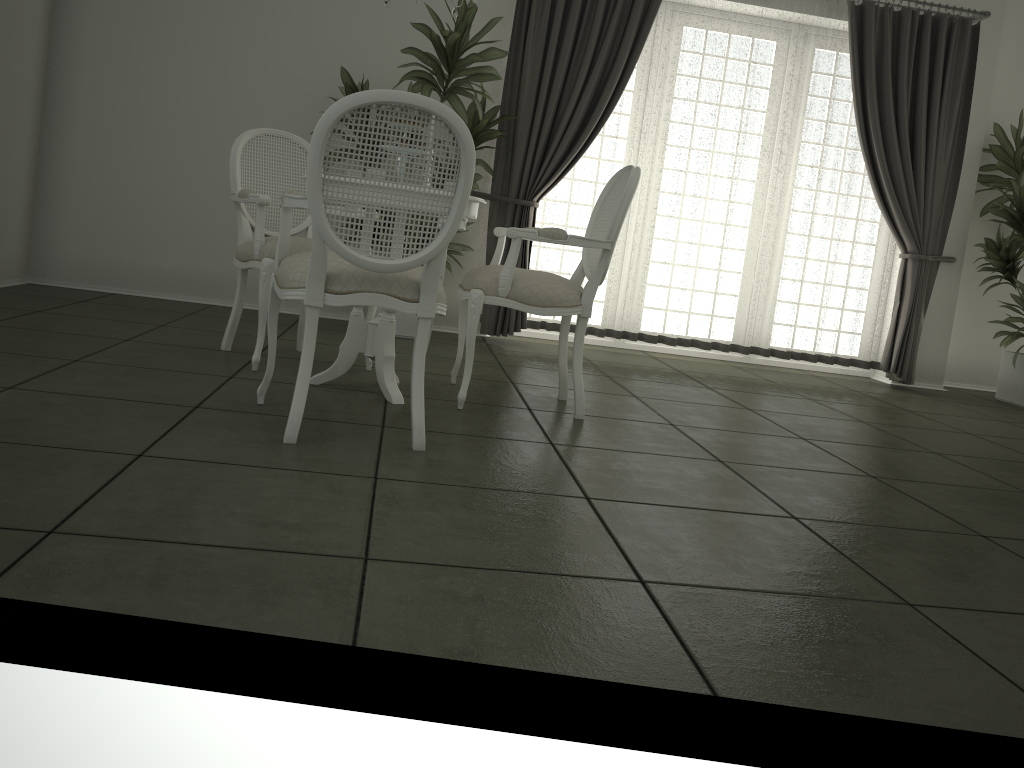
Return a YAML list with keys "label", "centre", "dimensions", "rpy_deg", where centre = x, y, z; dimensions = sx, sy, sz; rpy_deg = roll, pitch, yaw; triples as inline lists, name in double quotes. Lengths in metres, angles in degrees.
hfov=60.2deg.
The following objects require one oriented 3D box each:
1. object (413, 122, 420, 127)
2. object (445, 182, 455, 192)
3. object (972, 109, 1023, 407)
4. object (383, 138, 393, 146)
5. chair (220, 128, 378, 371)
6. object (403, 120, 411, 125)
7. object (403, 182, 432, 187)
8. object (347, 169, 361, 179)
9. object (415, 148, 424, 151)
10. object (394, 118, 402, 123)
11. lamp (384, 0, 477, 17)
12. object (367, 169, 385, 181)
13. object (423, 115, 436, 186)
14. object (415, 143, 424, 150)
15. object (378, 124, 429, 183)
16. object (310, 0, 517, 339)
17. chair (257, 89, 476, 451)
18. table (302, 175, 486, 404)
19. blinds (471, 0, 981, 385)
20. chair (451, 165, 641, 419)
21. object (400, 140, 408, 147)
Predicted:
- label: "object"
  centre: [-0.387, -1.044, 3.546]
  dimensions: [0.039, 0.032, 0.040]
  rpy_deg: [7, 7, -2]
- label: "object"
  centre: [-0.247, -0.805, 3.640]
  dimensions: [0.063, 0.049, 0.078]
  rpy_deg: [11, 8, 25]
- label: "object"
  centre: [3.818, -0.881, 6.208]
  dimensions: [1.164, 2.082, 1.045]
  rpy_deg: [9, 5, 10]
- label: "object"
  centre: [-0.494, -0.965, 3.523]
  dimensions: [0.040, 0.032, 0.039]
  rpy_deg: [14, 10, 43]
- label: "chair"
  centre: [-0.997, -0.640, 4.065]
  dimensions: [0.593, 1.056, 0.697]
  rpy_deg: [3, 7, -42]
- label: "object"
  centre: [-0.419, -1.044, 3.521]
  dimensions: [0.039, 0.032, 0.040]
  rpy_deg: [9, 7, 13]
- label: "object"
  centre: [-0.367, -0.748, 3.345]
  dimensions: [0.118, 0.015, 0.120]
  rpy_deg: [5, 10, -17]
- label: "object"
  centre: [-0.652, -0.863, 3.665]
  dimensions: [0.062, 0.049, 0.079]
  rpy_deg: [4, 9, -27]
- label: "object"
  centre: [-0.378, -0.964, 3.612]
  dimensions: [0.039, 0.032, 0.040]
  rpy_deg: [9, 7, 13]
- label: "object"
  centre: [-0.457, -1.052, 3.537]
  dimensions: [0.040, 0.032, 0.039]
  rpy_deg: [11, 8, 23]
- label: "lamp"
  centre: [-0.201, -2.706, 3.420]
  dimensions: [0.590, 2.421, 0.600]
  rpy_deg: [5, 5, -30]
- label: "object"
  centre: [-0.507, -0.777, 3.292]
  dimensions: [0.062, 0.049, 0.078]
  rpy_deg: [8, 8, 2]
- label: "object"
  centre: [-0.348, -0.991, 3.755]
  dimensions: [0.087, 0.362, 0.088]
  rpy_deg: [5, 5, -30]
- label: "object"
  centre: [-0.369, -0.951, 3.540]
  dimensions: [0.040, 0.032, 0.039]
  rpy_deg: [14, 10, 43]
- label: "object"
  centre: [-0.443, -0.915, 3.571]
  dimensions: [0.212, 0.247, 0.211]
  rpy_deg: [10, 7, 25]
- label: "object"
  centre: [-0.639, -1.348, 5.469]
  dimensions: [1.164, 2.082, 1.045]
  rpy_deg: [9, 5, 10]
- label: "chair"
  centre: [-0.460, -0.369, 2.845]
  dimensions: [0.593, 1.056, 0.698]
  rpy_deg: [6, 6, -17]
- label: "table"
  centre: [-0.523, -0.383, 3.587]
  dimensions: [0.738, 0.824, 0.748]
  rpy_deg: [6, 6, -10]
- label: "blinds"
  centre: [1.467, -1.437, 6.142]
  dimensions: [3.654, 2.586, 0.666]
  rpy_deg: [7, 4, -7]
- label: "chair"
  centre: [0.128, -0.437, 3.736]
  dimensions: [0.689, 1.056, 0.601]
  rpy_deg: [7, 5, -7]
- label: "object"
  centre: [-0.427, -0.952, 3.495]
  dimensions: [0.039, 0.032, 0.040]
  rpy_deg: [1, 10, -41]
